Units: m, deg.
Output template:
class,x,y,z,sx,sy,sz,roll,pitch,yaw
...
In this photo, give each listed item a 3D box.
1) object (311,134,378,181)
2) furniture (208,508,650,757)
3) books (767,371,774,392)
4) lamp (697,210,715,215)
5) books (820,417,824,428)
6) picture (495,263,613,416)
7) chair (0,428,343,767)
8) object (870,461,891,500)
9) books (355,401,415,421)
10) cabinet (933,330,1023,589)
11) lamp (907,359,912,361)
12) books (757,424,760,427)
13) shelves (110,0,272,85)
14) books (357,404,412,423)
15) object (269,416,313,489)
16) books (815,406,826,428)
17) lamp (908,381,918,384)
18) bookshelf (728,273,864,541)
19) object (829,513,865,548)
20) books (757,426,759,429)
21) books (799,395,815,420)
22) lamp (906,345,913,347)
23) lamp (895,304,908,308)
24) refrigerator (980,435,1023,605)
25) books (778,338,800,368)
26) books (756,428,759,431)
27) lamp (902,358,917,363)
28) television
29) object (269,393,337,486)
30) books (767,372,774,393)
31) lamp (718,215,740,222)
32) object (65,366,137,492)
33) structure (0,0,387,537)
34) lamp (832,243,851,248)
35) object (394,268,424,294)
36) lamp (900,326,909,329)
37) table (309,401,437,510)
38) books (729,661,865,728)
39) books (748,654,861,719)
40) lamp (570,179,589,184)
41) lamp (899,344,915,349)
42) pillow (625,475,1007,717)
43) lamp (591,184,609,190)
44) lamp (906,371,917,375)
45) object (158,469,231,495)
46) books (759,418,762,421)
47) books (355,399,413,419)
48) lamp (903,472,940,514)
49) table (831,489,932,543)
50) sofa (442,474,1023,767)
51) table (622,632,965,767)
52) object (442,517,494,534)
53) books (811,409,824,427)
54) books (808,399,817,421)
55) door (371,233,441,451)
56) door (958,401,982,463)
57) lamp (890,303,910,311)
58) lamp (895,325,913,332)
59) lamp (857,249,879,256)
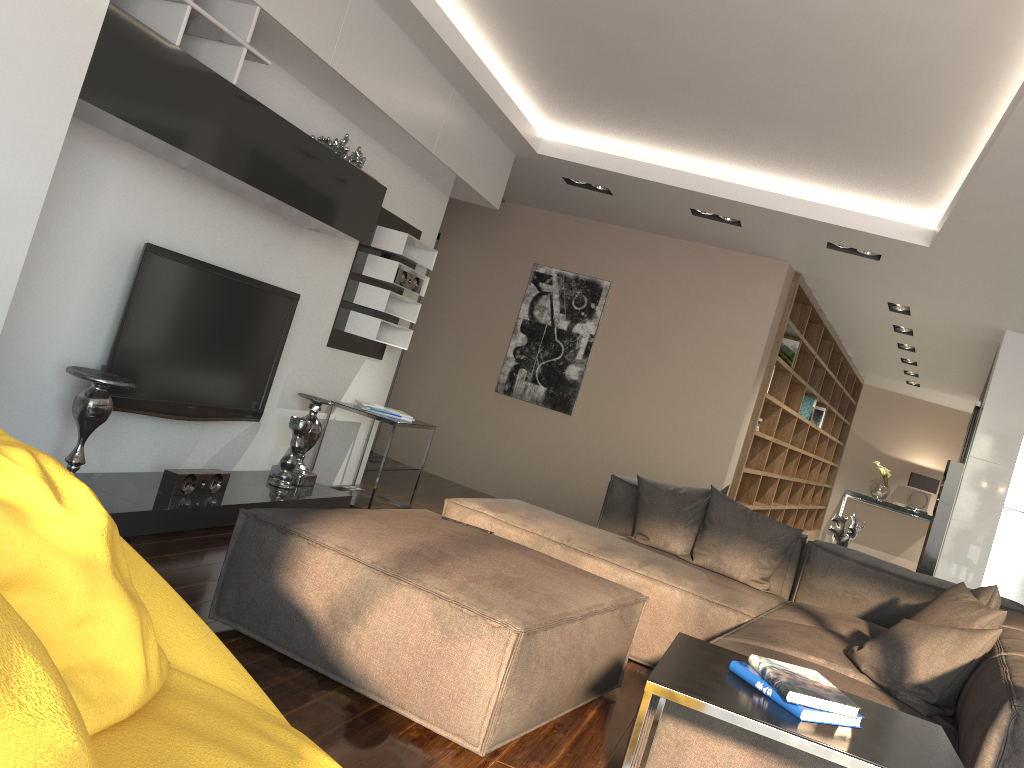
class,x,y,z,sx,sy,sz,roll,pitch,yaw
object,-0.866,-1.185,4.492,0.316,0.177,0.330,17,0,16
furniture,-0.215,0.739,3.021,1.052,0.440,1.139,17,0,26
books,2.060,-0.045,7.255,0.149,0.205,0.021,17,-2,24
lamp,1.355,-1.233,6.181,0.171,0.077,0.183,17,0,22
books,3.646,0.413,10.536,0.149,0.205,0.021,17,-2,24
picture,0.348,-0.392,7.481,0.724,1.167,0.030,17,-2,23
chair,-0.564,0.359,0.866,1.171,1.006,1.470,17,0,-17
object,5.518,1.448,13.129,0.328,0.547,0.289,17,-1,-9
books,-0.804,0.170,5.555,0.333,0.011,0.241,17,0,-30
cabinet,4.639,1.139,3.588,4.335,2.502,7.093,17,0,17
lamp,4.502,-0.305,9.951,0.172,0.077,0.182,17,0,19
books,1.987,0.319,7.400,0.156,0.023,0.241,17,0,27
shelves,-1.622,-0.806,2.611,0.369,1.602,1.971,17,-1,18
books,-0.805,0.181,5.546,0.330,0.011,0.244,17,0,-20
object,-1.167,0.363,4.662,0.121,0.372,0.124,17,-2,10
books,3.619,0.386,10.478,0.168,0.244,0.020,17,-2,24
lamp,5.441,-0.034,11.909,0.170,0.077,0.184,17,0,26
bookshelf,3.313,0.689,10.144,0.279,2.492,6.800,16,0,27
object,1.860,0.853,4.884,0.292,0.288,0.277,17,-1,-14
books,1.985,0.341,7.393,0.170,0.019,0.250,17,0,17
books,3.185,0.251,9.626,0.193,0.260,0.015,17,-2,24
lamp,4.067,-0.430,9.047,0.172,0.077,0.182,17,0,19
lamp,3.202,-0.680,7.253,0.185,0.077,0.169,17,0,-29
refrigerator,4.276,1.086,6.958,0.852,2.346,0.597,17,-2,15
books,2.465,-0.283,7.937,0.185,0.248,0.044,17,-2,24
books,1.982,0.361,7.411,0.156,0.022,0.203,17,0,-3
lamp,4.582,-0.282,10.117,0.170,0.077,0.184,17,0,26
television,-1.438,-0.191,4.036,0.140,0.715,1.130,16,0,19
object,-1.155,0.308,4.894,0.217,0.482,0.221,17,-2,10
books,2.082,-0.039,7.325,0.149,0.205,0.021,17,-2,24
lamp,1.519,-1.183,6.141,0.174,0.077,0.180,17,0,11
object,-1.593,0.190,3.272,0.237,0.475,0.242,17,-1,8
structure,-1.344,-0.308,3.677,0.467,1.768,2.958,17,0,18
lamp,2.240,-0.962,5.962,0.171,0.077,0.183,17,0,22
object,-0.675,-0.654,5.541,0.070,0.094,0.370,17,0,18
lamp,3.634,-0.555,8.152,0.185,0.077,0.169,17,0,-29
table,-0.878,0.459,5.553,0.439,0.563,0.616,17,-1,17
books,0.567,0.621,1.769,0.169,0.023,0.222,17,0,-24
books,0.578,0.601,1.757,0.157,0.022,0.202,17,0,-7
lamp,0.480,-1.501,6.398,0.171,0.077,0.183,17,0,22
lamp,4.147,-0.407,9.214,0.170,0.077,0.184,17,0,26
pillow,1.396,0.824,3.755,1.094,0.431,2.025,17,0,-21
lamp,0.645,-1.451,6.357,0.174,0.077,0.180,17,0,11
lamp,5.014,-0.157,11.015,0.170,0.077,0.184,17,0,26
object,-1.416,0.437,3.943,0.070,0.094,0.370,17,0,18
books,2.007,0.279,7.414,0.156,0.020,0.203,17,0,-3
books,-0.809,0.158,5.556,0.332,0.011,0.242,17,0,-25
lamp,6.021,1.613,12.966,0.389,0.529,0.293,17,-1,15
table,5.545,2.196,13.045,1.396,0.867,0.457,17,-1,14
sofa,0.719,0.884,3.487,2.630,0.704,2.580,17,0,26
table,0.509,0.910,1.753,0.586,0.564,0.461,17,-1,15
object,-0.169,0.541,3.369,0.203,0.015,0.052,17,0,13
books,3.606,0.402,10.457,0.149,0.205,0.023,17,-2,24
books,3.210,0.266,9.638,0.186,0.246,0.029,17,-2,24
door,-1.346,-0.504,8.272,0.963,2.096,0.160,16,-2,24
door,4.647,1.327,9.397,0.124,2.058,2.955,16,-1,27
lamp,3.282,-0.656,7.419,0.184,0.077,0.169,17,0,-28
lamp,3.714,-0.532,8.318,0.184,0.077,0.169,17,0,-28
lamp,2.404,-0.912,5.922,0.183,0.077,0.171,17,0,-19
